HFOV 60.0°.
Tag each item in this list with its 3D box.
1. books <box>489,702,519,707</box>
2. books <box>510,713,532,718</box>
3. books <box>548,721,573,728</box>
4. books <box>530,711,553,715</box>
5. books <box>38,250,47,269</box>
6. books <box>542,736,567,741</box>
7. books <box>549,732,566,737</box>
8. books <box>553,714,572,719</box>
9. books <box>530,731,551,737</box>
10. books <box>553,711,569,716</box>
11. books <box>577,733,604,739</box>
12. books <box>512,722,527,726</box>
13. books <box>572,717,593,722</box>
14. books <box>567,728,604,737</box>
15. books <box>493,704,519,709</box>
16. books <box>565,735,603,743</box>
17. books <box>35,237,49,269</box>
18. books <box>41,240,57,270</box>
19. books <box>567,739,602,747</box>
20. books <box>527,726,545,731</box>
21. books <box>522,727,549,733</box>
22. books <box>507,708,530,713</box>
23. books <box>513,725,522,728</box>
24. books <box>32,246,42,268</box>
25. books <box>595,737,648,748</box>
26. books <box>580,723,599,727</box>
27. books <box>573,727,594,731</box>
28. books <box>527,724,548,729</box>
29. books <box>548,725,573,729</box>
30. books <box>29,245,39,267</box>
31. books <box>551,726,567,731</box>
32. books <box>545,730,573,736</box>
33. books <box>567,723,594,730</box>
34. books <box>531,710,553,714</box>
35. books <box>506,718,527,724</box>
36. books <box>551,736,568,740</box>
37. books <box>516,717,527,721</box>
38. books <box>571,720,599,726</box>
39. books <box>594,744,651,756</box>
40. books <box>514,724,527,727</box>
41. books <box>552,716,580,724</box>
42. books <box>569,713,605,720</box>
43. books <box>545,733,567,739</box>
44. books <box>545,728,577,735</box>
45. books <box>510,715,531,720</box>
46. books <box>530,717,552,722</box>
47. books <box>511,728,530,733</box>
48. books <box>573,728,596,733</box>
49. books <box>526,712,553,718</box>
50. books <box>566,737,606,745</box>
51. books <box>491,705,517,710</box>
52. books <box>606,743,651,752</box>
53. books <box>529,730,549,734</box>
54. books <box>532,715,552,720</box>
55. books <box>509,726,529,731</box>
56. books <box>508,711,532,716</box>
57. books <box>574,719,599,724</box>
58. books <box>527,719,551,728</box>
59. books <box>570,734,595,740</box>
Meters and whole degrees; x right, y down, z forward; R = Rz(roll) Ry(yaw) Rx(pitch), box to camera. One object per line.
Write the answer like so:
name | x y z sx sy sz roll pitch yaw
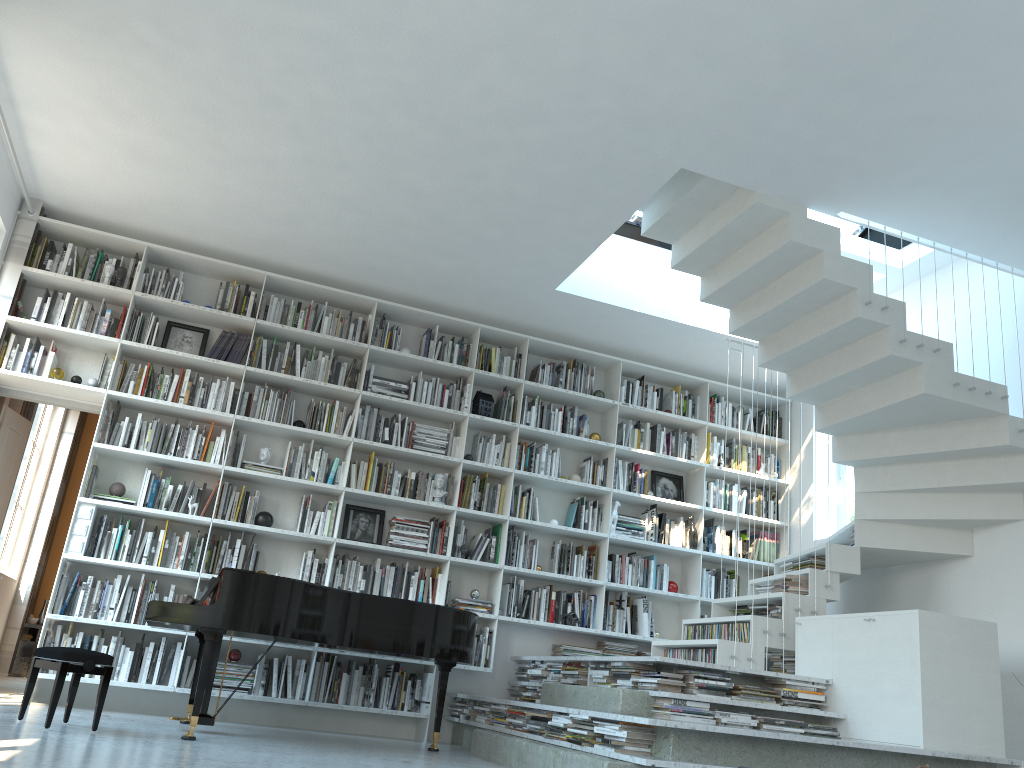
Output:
books | -0.012 1.992 5.502 0.193 0.005 0.225 14 -21 -21
books | 0.107 1.956 5.213 0.169 0.009 0.242 13 -20 -17
books | 0.308 1.793 4.652 0.180 0.016 0.183 14 -20 -20
books | 0.223 1.842 4.946 0.157 0.007 0.269 13 -20 -17
books | -3.288 -0.820 6.219 0.024 0.194 0.167 13 -20 -17
books | 0.292 1.857 4.627 0.193 0.005 0.225 14 -21 -21
books | 0.310 1.842 4.639 0.159 0.009 0.276 12 -20 -14
books | 0.325 1.756 4.669 0.139 0.013 0.289 11 -20 -12
books | 0.209 1.943 4.910 0.142 0.012 0.292 11 -20 -13
books | 0.326 1.743 4.674 0.157 0.014 0.216 12 -20 -15
books | 0.425 1.741 4.377 0.154 0.014 0.197 13 -20 -17
books | 0.111 2.001 5.201 0.130 0.014 0.250 15 -21 -22
books | 0.414 1.669 4.394 0.178 0.010 0.196 11 -20 -12
books | 0.407 1.724 4.375 0.191 0.015 0.247 12 -20 -16
books | 0.001 2.003 5.504 0.174 0.011 0.228 13 -20 -18
books | 0.401 1.751 4.365 0.191 0.006 0.276 12 -20 -15
books | -3.300 -0.868 6.225 0.014 0.285 0.175 13 -20 -17
books | -3.259 -0.851 6.233 0.025 0.268 0.177 13 -20 -17
books | 0.395 1.769 4.357 0.191 0.016 0.209 11 -20 -12
books | 0.209 1.919 4.918 0.147 0.008 0.291 14 -21 -21
books | 0.191 1.923 4.910 0.189 0.009 0.291 12 -20 -14
books | 0.100 1.930 5.218 0.179 0.012 0.250 14 -20 -20
books | 0.115 2.019 5.197 0.129 0.005 0.297 12 -20 -15
books | -3.324 -0.839 6.218 0.023 0.222 0.151 13 -20 -17
books | 0.505 1.655 4.094 0.187 0.017 0.206 11 -20 -12
books | 0.433 1.696 4.393 0.133 0.009 0.210 11 -20 -13
books | 0.429 1.715 4.386 0.131 0.007 0.292 14 -21 -21
books | 0.202 1.908 4.918 0.177 0.011 0.221 12 -20 -15
books | 0.309 1.805 4.649 0.171 0.007 0.261 12 -20 -14
books | -3.349 -0.844 6.221 0.024 0.227 0.130 13 -20 -17
books | 0.324 1.816 4.651 0.145 0.010 0.267 13 -20 -18
books | 0.306 1.833 4.639 0.180 0.008 0.268 13 -20 -18
books | 0.411 1.701 4.383 0.168 0.013 0.282 15 -21 -22
books | 0.220 1.834 4.947 0.160 0.008 0.239 12 -20 -16
books | 0.096 1.985 5.200 0.182 0.013 0.288 12 -20 -16
books | 0.311 1.856 4.635 0.148 0.008 0.237 11 -20 -12
books | 0.118 1.977 5.211 0.140 0.013 0.181 12 -20 -16
books | 0.421 1.686 4.392 0.175 0.006 0.252 13 -20 -17
books | 0.507 1.686 4.086 0.184 0.017 0.231 12 -20 -15
books | 0.116 2.013 5.200 0.132 0.009 0.270 12 -20 -16
books | 0.324 1.776 4.664 0.141 0.028 0.223 15 -21 -22
books | 0.415 1.656 4.398 0.182 0.016 0.257 12 -20 -14
books | 0.308 1.848 4.636 0.171 0.005 0.298 13 -20 -18
books | 0.301 1.822 4.641 0.189 0.013 0.215 13 -20 -19
books | 0.111 1.965 5.212 0.155 0.009 0.298 12 -20 -16
books | 0.218 1.874 4.935 0.142 0.017 0.240 14 -21 -21
books | 0.107 2.032 5.190 0.148 0.008 0.237 13 -20 -18
books | 0.420 1.717 4.382 0.150 0.004 0.291 11 -20 -13
books | 0.209 1.849 4.938 0.170 0.014 0.281 14 -20 -20
books | 0.406 1.760 4.364 0.178 0.009 0.277 13 -20 -19
books | -0.003 2.015 5.499 0.171 0.015 0.253 14 -20 -20
books | 0.537 1.677 4.099 0.132 0.014 0.206 13 -20 -17
books | 0.209 1.934 4.913 0.154 0.007 0.263 12 -20 -15
books | 0.222 1.862 4.939 0.150 0.008 0.218 13 -20 -18
books | 0.094 2.021 5.188 0.161 0.008 0.255 11 -20 -12
books | 0.101 1.943 5.214 0.166 0.014 0.236 15 -21 -22
books | 0.432 1.682 4.397 0.133 0.008 0.285 14 -21 -21
books | 0.206 1.891 4.925 0.161 0.025 0.244 15 -21 -22
books | 0.416 1.749 4.371 0.170 0.006 0.269 13 -20 -17
